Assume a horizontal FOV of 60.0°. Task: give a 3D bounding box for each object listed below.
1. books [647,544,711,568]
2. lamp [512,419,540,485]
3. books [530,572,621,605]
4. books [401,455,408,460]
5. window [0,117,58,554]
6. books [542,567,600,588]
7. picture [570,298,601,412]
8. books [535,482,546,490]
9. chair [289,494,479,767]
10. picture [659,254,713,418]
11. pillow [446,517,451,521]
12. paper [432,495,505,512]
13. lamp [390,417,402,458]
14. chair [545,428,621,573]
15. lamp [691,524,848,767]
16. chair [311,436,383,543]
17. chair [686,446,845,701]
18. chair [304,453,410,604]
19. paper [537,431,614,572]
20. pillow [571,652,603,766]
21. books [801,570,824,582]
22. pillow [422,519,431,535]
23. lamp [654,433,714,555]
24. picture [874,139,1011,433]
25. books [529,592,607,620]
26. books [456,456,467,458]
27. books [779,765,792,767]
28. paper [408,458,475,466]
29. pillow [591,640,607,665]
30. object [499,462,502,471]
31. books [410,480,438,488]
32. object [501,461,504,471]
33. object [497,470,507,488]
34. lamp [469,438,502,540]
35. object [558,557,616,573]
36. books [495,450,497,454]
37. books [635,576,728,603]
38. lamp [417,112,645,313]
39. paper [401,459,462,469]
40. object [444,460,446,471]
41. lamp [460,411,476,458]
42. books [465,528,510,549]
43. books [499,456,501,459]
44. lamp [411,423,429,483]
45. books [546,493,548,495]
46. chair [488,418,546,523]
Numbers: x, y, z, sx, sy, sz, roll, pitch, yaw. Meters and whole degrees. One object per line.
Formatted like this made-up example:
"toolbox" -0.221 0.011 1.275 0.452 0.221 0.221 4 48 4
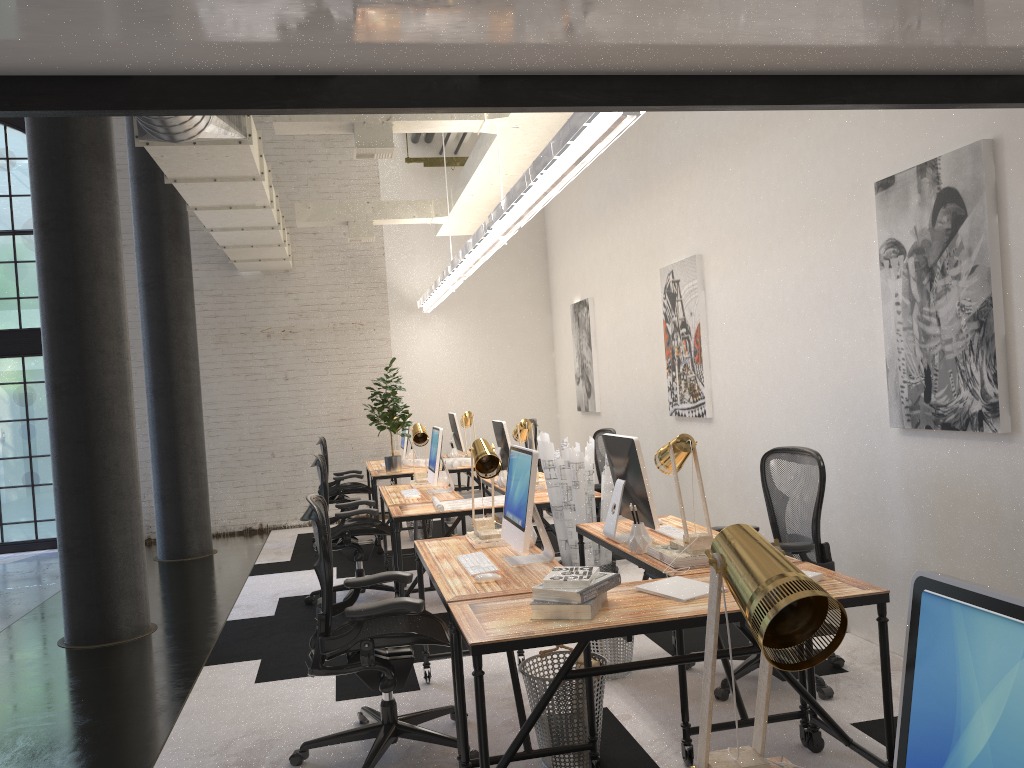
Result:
"books" 0.705 0.688 3.595 0.225 0.038 0.309 -4 0 -11
"lamp" 0.100 0.487 6.481 0.127 0.470 0.344 -4 0 -11
"books" 0.214 0.668 2.930 0.193 0.044 0.257 -4 0 36
"books" -1.241 0.820 9.764 0.225 0.038 0.309 -4 0 -11
"window" -6.287 -0.597 9.911 2.490 5.180 0.138 -4 1 -11
"books" 0.197 0.638 2.936 0.153 0.030 0.185 -4 0 17
"picture" 0.780 -0.294 9.501 0.049 1.183 0.731 -4 0 -11
"books" 0.101 0.738 6.429 0.225 0.038 0.309 -4 0 -11
"chair" -0.550 0.981 3.685 0.792 1.086 0.770 -4 0 -27
"picture" 1.319 -0.340 6.769 0.049 1.183 0.731 -4 0 -11
"pillow" -0.752 1.329 9.900 0.119 0.406 0.239 -4 0 -11
"paper" -0.229 0.756 5.837 0.625 0.061 0.568 -4 0 -14
"lamp" -1.277 0.571 9.706 0.126 0.470 0.344 -4 0 -11
"chair" 0.587 0.912 7.052 0.792 1.086 0.770 -4 0 -27
"lamp" 0.378 0.452 1.350 0.126 0.470 0.344 -4 0 -11
"chair" -1.698 1.056 9.146 0.792 1.086 0.770 -4 0 -27
"chair" 1.190 0.861 4.218 0.792 1.086 0.770 -4 0 -27
"chair" -1.154 1.032 6.519 0.792 1.086 0.770 -4 0 -27
"paper" 0.421 0.859 5.375 0.412 1.198 0.441 -4 1 -33
"pillow" 0.291 1.259 3.473 0.119 0.406 0.239 -4 0 -11
"books" 0.928 0.679 3.085 0.235 0.024 0.200 -4 0 -38
"pillow" -0.856 1.334 8.934 0.119 0.406 0.239 -4 0 -11
"lamp" 0.704 0.436 3.647 0.127 0.470 0.344 -4 0 -11
"picture" 1.880 -0.387 3.924 0.049 1.183 0.731 -4 0 -11
"books" 0.191 0.717 2.924 0.200 0.050 0.271 -4 0 16
"books" -0.443 0.762 9.056 0.225 0.038 0.309 -4 0 -11
"books" 0.413 0.701 1.408 0.225 0.038 0.309 -4 0 -11
"paper" -0.668 0.755 8.611 1.134 0.082 0.083 -4 0 44
"pillow" 0.395 1.254 4.438 0.119 0.406 0.239 -4 0 -11
"object" -0.073 0.667 6.606 0.054 0.207 0.008 -4 1 -24
"books" -0.697 0.796 7.137 0.225 0.038 0.309 -4 0 -11
"object" -0.061 0.665 6.604 0.008 0.207 0.054 -3 1 44
"object" -0.061 0.708 6.619 0.101 0.127 0.101 -4 0 34
"lamp" -0.129 0.496 4.245 0.126 0.470 0.344 -4 0 -11
"object" 0.466 1.269 5.363 0.353 0.398 0.353 -4 0 34
"books" -0.144 0.657 8.523 0.153 0.030 0.185 -4 0 -13
"books" 0.582 0.706 3.060 0.205 0.019 0.243 -4 0 -34
"lamp" -0.379 -2.271 6.702 0.226 2.864 7.302 -4 0 -11
"paper" -0.832 0.766 8.580 0.083 0.082 1.134 -4 0 -37
"object" -0.535 0.700 6.958 0.054 0.207 0.008 -4 1 -24
"lamp" -0.442 0.511 9.108 0.126 0.470 0.344 -4 0 -11
"books" -0.094 0.746 4.303 0.225 0.038 0.309 -4 0 -11
"books" -0.127 0.687 8.525 0.193 0.044 0.257 -4 0 6
"lamp" -0.732 0.547 7.079 0.127 0.470 0.344 -4 0 -11
"books" 0.379 0.729 5.952 0.243 0.019 0.205 -4 0 26
"chair" 0.043 0.936 9.679 0.792 1.086 0.770 -4 0 -27
